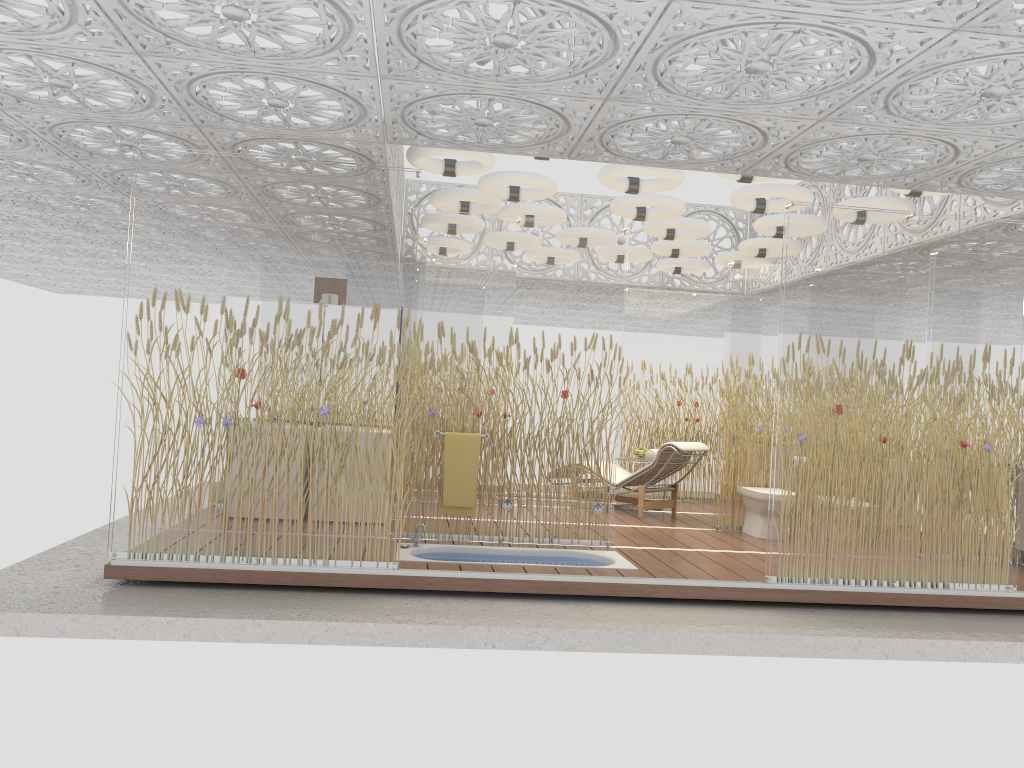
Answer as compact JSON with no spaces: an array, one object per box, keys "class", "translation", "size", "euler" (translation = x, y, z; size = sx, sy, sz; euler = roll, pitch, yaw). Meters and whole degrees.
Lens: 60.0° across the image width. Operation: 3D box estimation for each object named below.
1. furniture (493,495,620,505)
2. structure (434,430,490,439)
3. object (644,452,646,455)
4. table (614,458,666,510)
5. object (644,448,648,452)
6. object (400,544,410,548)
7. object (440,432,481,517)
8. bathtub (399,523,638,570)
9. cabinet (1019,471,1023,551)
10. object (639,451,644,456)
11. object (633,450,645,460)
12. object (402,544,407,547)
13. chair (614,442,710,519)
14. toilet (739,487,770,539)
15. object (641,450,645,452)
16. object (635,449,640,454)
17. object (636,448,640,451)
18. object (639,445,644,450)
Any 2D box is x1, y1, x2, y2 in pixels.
[{"class":"furniture","translation":[0.347,0.907,6.951],"size":[0.977,0.014,0.178],"euler":[3,-1,-6]},{"class":"structure","translation":[-0.391,0.401,6.990],"size":[0.442,0.047,0.078],"euler":[3,-1,-6]},{"class":"object","translation":[1.485,0.779,9.898],"size":[0.039,0.040,0.040],"euler":[4,-1,-15]},{"class":"table","translation":[1.435,1.120,10.005],"size":[0.420,0.535,0.420],"euler":[4,-1,-36]},{"class":"object","translation":[1.501,0.743,9.912],"size":[0.047,0.045,0.047],"euler":[3,-1,-6]},{"class":"object","translation":[-0.795,1.203,6.569],"size":[0.065,0.011,0.108],"euler":[3,-1,3]},{"class":"object","translation":[-0.404,0.708,6.960],"size":[0.283,0.656,0.042],"euler":[3,-1,-6]},{"class":"bathtub","translation":[0.003,1.370,6.497],"size":[1.700,0.582,0.700],"euler":[3,-1,-6]},{"class":"cabinet","translation":[4.605,1.081,7.428],"size":[0.580,0.678,0.316],"euler":[3,-1,-6]},{"class":"object","translation":[1.444,0.775,9.892],"size":[0.058,0.058,0.058],"euler":[4,-1,-39]},{"class":"object","translation":[1.446,0.795,9.943],"size":[0.206,0.105,0.206],"euler":[3,-1,39]},{"class":"object","translation":[-0.794,1.196,6.570],"size":[0.035,0.016,0.066],"euler":[3,-1,3]},{"class":"chair","translation":[1.224,0.978,9.630],"size":[1.787,0.811,0.635],"euler":[2,-1,44]},{"class":"toilet","translation":[2.414,1.216,8.278],"size":[0.401,0.437,0.611],"euler":[3,-1,-6]},{"class":"object","translation":[1.463,0.753,9.922],"size":[0.040,0.038,0.040],"euler":[4,-1,-35]},{"class":"object","translation":[1.402,0.755,9.899],"size":[0.047,0.048,0.047],"euler":[4,-1,-44]},{"class":"object","translation":[1.415,0.744,9.941],"size":[0.044,0.043,0.040],"euler":[3,-1,8]},{"class":"object","translation":[1.456,0.717,9.951],"size":[0.055,0.056,0.055],"euler":[3,-1,-6]}]
